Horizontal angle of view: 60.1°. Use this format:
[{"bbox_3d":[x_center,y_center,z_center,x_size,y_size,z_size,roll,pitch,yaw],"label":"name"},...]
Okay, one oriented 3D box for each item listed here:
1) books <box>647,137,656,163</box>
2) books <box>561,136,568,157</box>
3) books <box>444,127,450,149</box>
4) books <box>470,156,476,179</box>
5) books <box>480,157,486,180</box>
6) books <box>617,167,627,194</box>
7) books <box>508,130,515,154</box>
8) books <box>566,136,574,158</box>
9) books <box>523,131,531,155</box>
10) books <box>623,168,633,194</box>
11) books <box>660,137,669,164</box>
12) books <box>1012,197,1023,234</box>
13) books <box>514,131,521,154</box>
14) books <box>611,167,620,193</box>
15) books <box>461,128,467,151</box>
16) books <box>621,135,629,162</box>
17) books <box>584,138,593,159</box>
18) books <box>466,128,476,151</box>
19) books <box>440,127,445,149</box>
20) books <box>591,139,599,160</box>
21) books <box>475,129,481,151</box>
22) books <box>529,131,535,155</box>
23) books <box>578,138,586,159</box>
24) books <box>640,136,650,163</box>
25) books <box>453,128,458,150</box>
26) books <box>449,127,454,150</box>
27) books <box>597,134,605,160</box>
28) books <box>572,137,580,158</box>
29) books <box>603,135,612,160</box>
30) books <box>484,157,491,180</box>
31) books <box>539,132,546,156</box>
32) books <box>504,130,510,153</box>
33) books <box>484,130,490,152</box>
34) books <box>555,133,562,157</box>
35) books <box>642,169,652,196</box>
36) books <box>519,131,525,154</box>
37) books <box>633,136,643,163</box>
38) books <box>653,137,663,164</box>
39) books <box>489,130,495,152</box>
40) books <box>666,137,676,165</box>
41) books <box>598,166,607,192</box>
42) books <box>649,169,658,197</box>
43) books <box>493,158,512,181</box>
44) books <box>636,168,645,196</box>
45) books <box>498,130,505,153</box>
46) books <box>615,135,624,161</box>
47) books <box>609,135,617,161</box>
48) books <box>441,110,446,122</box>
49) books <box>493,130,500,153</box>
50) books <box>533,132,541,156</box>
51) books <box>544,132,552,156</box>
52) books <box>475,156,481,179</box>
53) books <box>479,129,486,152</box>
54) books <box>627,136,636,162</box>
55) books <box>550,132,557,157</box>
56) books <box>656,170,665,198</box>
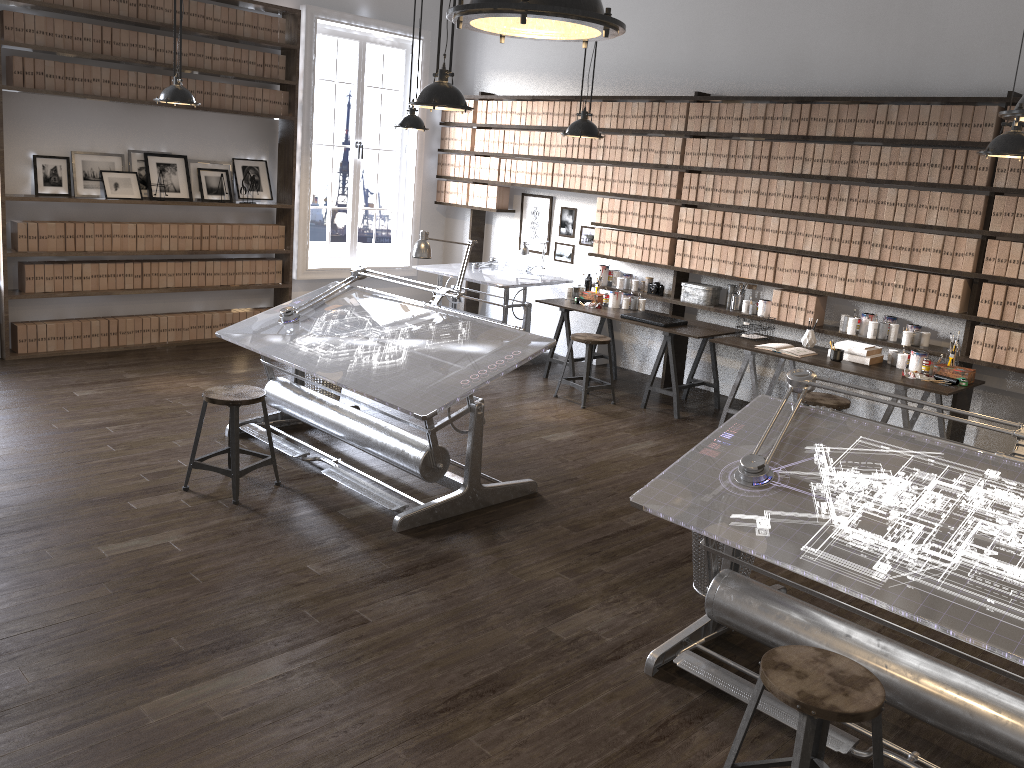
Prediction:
[{"bbox_3d":[1.228,-1.964,7.467,0.175,0.223,0.067,-7,17,-44],"label":"books"},{"bbox_3d":[0.537,-2.187,8.142,0.175,0.223,0.067,-7,17,-44],"label":"books"},{"bbox_3d":[-0.620,-2.572,9.291,0.175,0.223,0.067,-7,16,-44],"label":"books"},{"bbox_3d":[-0.339,-2.207,9.041,0.175,0.223,0.067,-7,17,-44],"label":"books"},{"bbox_3d":[-0.235,-2.176,8.948,0.175,0.223,0.067,-7,16,-44],"label":"books"},{"bbox_3d":[1.007,-1.769,7.713,0.175,0.223,0.067,-7,17,-44],"label":"books"},{"bbox_3d":[0.056,-2.345,8.623,0.175,0.223,0.067,-7,17,-44],"label":"books"},{"bbox_3d":[0.588,-2.171,8.092,0.175,0.223,0.067,-7,16,-44],"label":"books"},{"bbox_3d":[0.200,-2.297,8.477,0.175,0.223,0.067,-7,17,-44],"label":"books"},{"bbox_3d":[1.053,-1.753,7.662,0.175,0.223,0.067,-7,16,-44],"label":"books"},{"bbox_3d":[1.321,-1.933,7.371,0.175,0.223,0.067,-7,16,-44],"label":"books"},{"bbox_3d":[3.204,-1.049,5.525,0.175,0.223,0.067,-7,17,-44],"label":"books"},{"bbox_3d":[0.108,-2.330,8.577,0.175,0.223,0.067,-7,16,-44],"label":"books"},{"bbox_3d":[0.960,-1.785,7.763,0.175,0.223,0.067,-7,17,-44],"label":"books"},{"bbox_3d":[-0.428,-2.511,9.108,0.175,0.223,0.067,-7,17,-44],"label":"books"},{"bbox_3d":[1.034,-2.027,7.656,0.175,0.223,0.067,-7,17,-44],"label":"books"},{"bbox_3d":[0.737,-2.122,7.945,0.175,0.223,0.067,-7,17,-44],"label":"books"},{"bbox_3d":[-0.379,-2.494,9.059,0.175,0.223,0.067,-7,17,-44],"label":"books"},{"bbox_3d":[-0.666,-2.588,9.343,0.175,0.223,0.067,-7,17,-44],"label":"books"},{"bbox_3d":[0.793,-2.106,7.897,0.175,0.223,0.067,-7,16,-44],"label":"books"},{"bbox_3d":[-0.287,-2.458,8.965,0.175,0.223,0.067,-7,16,-44],"label":"books"},{"bbox_3d":[0.250,-2.283,8.434,0.175,0.223,0.067,-7,16,-44],"label":"books"},{"bbox_3d":[0.690,-2.140,8.001,0.175,0.223,0.067,-7,16,-44],"label":"books"},{"bbox_3d":[1.178,-1.980,7.514,0.175,0.223,0.067,-7,17,-44],"label":"books"},{"bbox_3d":[-0.523,-2.541,9.200,0.175,0.223,0.067,-7,17,-44],"label":"books"},{"bbox_3d":[-0.568,-2.555,9.243,0.175,0.223,0.067,-7,17,-44],"label":"books"},{"bbox_3d":[0.840,-2.089,7.845,0.175,0.223,0.067,-7,16,-44],"label":"books"},{"bbox_3d":[0.635,-2.157,8.051,0.175,0.223,0.067,-7,17,-44],"label":"books"},{"bbox_3d":[0.892,-2.074,7.799,0.175,0.223,0.067,-7,17,-44],"label":"books"},{"bbox_3d":[-0.188,-2.159,8.899,0.175,0.223,0.067,-7,16,-44],"label":"books"},{"bbox_3d":[0.342,-2.252,8.338,0.175,0.223,0.067,-7,17,-44],"label":"books"},{"bbox_3d":[0.010,-2.362,8.675,0.175,0.223,0.067,-7,17,-44],"label":"books"},{"bbox_3d":[-0.189,-2.424,8.863,0.175,0.223,0.067,-7,17,-44],"label":"books"},{"bbox_3d":[0.489,-2.204,8.194,0.175,0.223,0.067,-7,17,-44],"label":"books"},{"bbox_3d":[1.193,-1.707,7.522,0.175,0.223,0.067,-7,16,-44],"label":"books"},{"bbox_3d":[0.157,-2.314,8.528,0.175,0.223,0.067,-7,16,-44],"label":"books"},{"bbox_3d":[1.126,-1.996,7.560,0.175,0.223,0.067,-7,16,-44],"label":"books"},{"bbox_3d":[1.271,-1.948,7.414,0.175,0.223,0.067,-7,17,-44],"label":"books"},{"bbox_3d":[-0.142,-2.411,8.822,0.175,0.223,0.067,-7,16,-44],"label":"books"},{"bbox_3d":[1.364,-1.918,7.327,0.175,0.223,0.067,-7,16,-44],"label":"books"},{"bbox_3d":[0.855,-1.817,7.856,0.175,0.223,0.067,-7,16,-44],"label":"books"},{"bbox_3d":[1.244,-1.692,7.479,0.175,0.223,0.067,-7,17,-44],"label":"books"},{"bbox_3d":[-0.095,-2.127,8.799,0.175,0.223,0.067,-7,17,-44],"label":"books"},{"bbox_3d":[1.150,-1.722,7.571,0.175,0.223,0.067,-7,17,-44],"label":"books"},{"bbox_3d":[-0.047,-2.379,8.723,0.175,0.223,0.067,-7,16,-44],"label":"books"},{"bbox_3d":[0.984,-2.041,7.699,0.175,0.223,0.067,-7,16,-44],"label":"books"},{"bbox_3d":[0.941,-2.057,7.750,0.175,0.223,0.067,-7,17,-44],"label":"books"},{"bbox_3d":[-0.654,-2.858,9.293,0.175,0.223,0.067,-7,16,-44],"label":"books"},{"bbox_3d":[-0.094,-2.396,8.778,0.175,0.223,0.067,-7,17,-44],"label":"books"},{"bbox_3d":[0.293,-2.268,8.390,0.175,0.223,0.067,-7,16,-44],"label":"books"},{"bbox_3d":[0.394,-2.236,8.292,0.175,0.223,0.067,-7,16,-44],"label":"books"},{"bbox_3d":[-0.286,-2.191,8.994,0.175,0.223,0.067,-7,17,-44],"label":"books"},{"bbox_3d":[-0.239,-2.441,8.913,0.175,0.223,0.067,-7,16,-44],"label":"books"},{"bbox_3d":[1.077,-2.012,7.612,0.175,0.223,0.067,-7,17,-44],"label":"books"},{"bbox_3d":[0.444,-2.220,8.245,0.175,0.223,0.067,-7,16,-44],"label":"books"},{"bbox_3d":[1.294,-1.676,7.430,0.175,0.223,0.067,-7,17,-44],"label":"books"}]
